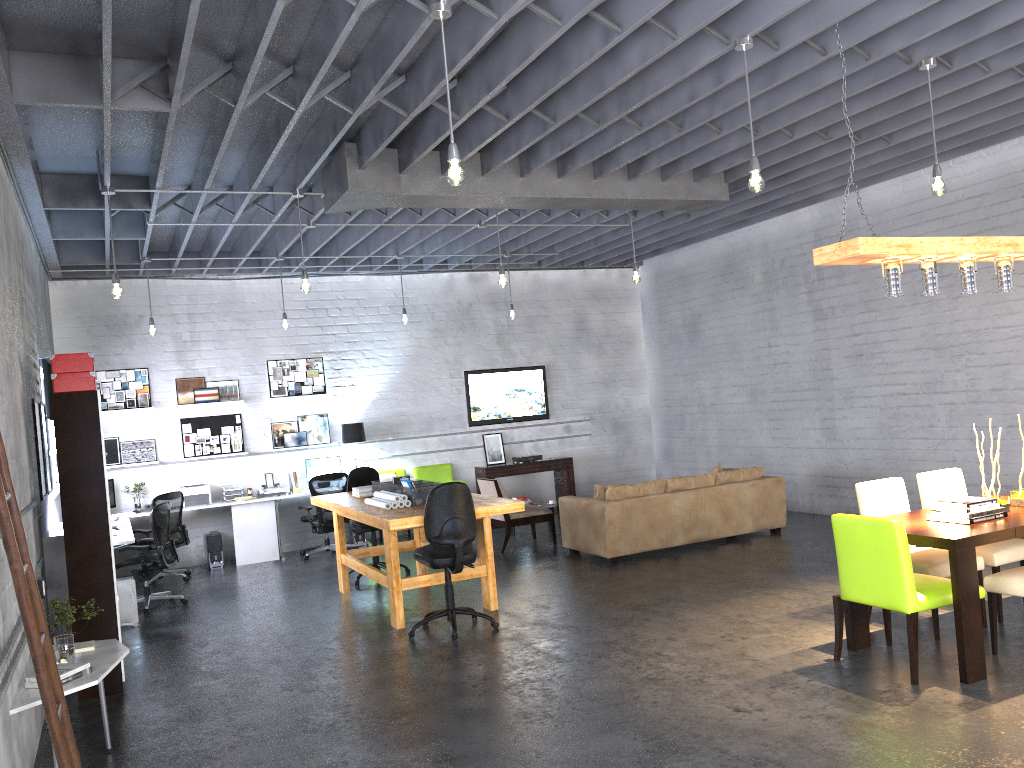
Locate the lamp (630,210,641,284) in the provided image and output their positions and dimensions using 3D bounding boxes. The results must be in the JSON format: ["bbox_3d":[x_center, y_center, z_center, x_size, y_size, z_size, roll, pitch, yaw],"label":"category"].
[{"bbox_3d":[1.227,-1.453,8.989,0.104,0.878,0.104,-5,0,19],"label":"lamp"}]

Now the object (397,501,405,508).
[{"bbox_3d":[-1.047,1.014,7.629,0.057,0.058,0.635,-5,-1,-25],"label":"object"}]

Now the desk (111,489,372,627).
[{"bbox_3d":[-2.999,1.795,9.926,3.572,0.785,3.301,-5,-1,-25],"label":"desk"}]

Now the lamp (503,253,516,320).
[{"bbox_3d":[-0.028,-1.291,11.743,0.104,0.878,0.104,-5,0,19],"label":"lamp"}]

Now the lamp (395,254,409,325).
[{"bbox_3d":[-1.376,-1.183,11.124,0.104,0.878,0.104,-5,0,-25],"label":"lamp"}]

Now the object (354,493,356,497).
[{"bbox_3d":[-1.283,1.051,8.689,0.519,0.047,0.047,-5,-1,-25],"label":"object"}]

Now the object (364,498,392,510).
[{"bbox_3d":[-1.150,1.023,7.582,0.057,0.058,0.635,-5,-1,-25],"label":"object"}]

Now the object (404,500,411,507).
[{"bbox_3d":[-0.995,1.011,7.653,0.058,0.057,0.635,-5,-1,-25],"label":"object"}]

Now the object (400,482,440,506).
[{"bbox_3d":[-0.751,0.938,7.563,0.316,0.156,0.306,-5,-1,-25],"label":"object"}]

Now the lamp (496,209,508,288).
[{"bbox_3d":[-0.121,-1.346,8.370,0.104,0.878,0.104,-5,0,-25],"label":"lamp"}]

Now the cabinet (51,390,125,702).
[{"bbox_3d":[-3.007,1.095,6.321,0.291,2.047,0.873,-5,0,-25],"label":"cabinet"}]

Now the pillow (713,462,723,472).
[{"bbox_3d":[2.328,1.128,10.187,0.243,0.423,0.550,-5,-1,16],"label":"pillow"}]

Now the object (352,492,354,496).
[{"bbox_3d":[-1.322,1.056,8.774,0.519,0.047,0.047,-5,-1,-25],"label":"object"}]

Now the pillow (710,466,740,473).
[{"bbox_3d":[2.514,1.157,10.311,0.238,0.375,0.750,-5,-1,-25],"label":"pillow"}]

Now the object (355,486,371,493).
[{"bbox_3d":[-1.277,1.010,8.669,0.519,0.047,0.046,-5,-1,-25],"label":"object"}]

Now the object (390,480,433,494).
[{"bbox_3d":[-0.879,0.954,7.843,0.316,0.156,0.306,-5,-1,-25],"label":"object"}]

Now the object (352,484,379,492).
[{"bbox_3d":[-1.316,1.015,8.753,0.519,0.047,0.046,-5,-1,-25],"label":"object"}]

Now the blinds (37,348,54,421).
[{"bbox_3d":[-4.512,0.550,8.809,0.100,1.632,2.121,-5,-1,-25],"label":"blinds"}]

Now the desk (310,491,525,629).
[{"bbox_3d":[-0.953,1.509,8.110,1.114,0.926,2.834,-5,-1,-25],"label":"desk"}]

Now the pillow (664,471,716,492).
[{"bbox_3d":[1.887,1.180,9.634,0.666,0.402,0.291,-5,-1,-25],"label":"pillow"}]

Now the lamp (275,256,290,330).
[{"bbox_3d":[-2.719,-1.076,10.507,0.104,0.878,0.104,-5,0,-25],"label":"lamp"}]

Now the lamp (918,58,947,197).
[{"bbox_3d":[2.717,-1.646,5.718,0.104,0.878,0.104,-5,0,-4],"label":"lamp"}]

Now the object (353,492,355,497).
[{"bbox_3d":[-1.302,1.053,8.731,0.519,0.047,0.047,-5,-1,-25],"label":"object"}]

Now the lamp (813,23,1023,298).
[{"bbox_3d":[2.785,-1.488,5.595,2.128,1.841,0.367,-5,0,-25],"label":"lamp"}]

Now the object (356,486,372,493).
[{"bbox_3d":[-1.258,1.007,8.626,0.519,0.047,0.046,-5,-1,-25],"label":"object"}]

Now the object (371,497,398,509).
[{"bbox_3d":[-1.098,1.019,7.605,0.058,0.057,0.635,-5,-1,-25],"label":"object"}]

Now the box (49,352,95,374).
[{"bbox_3d":[-2.982,-0.136,6.025,0.270,0.131,0.206,-5,-1,-25],"label":"box"}]

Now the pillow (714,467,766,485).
[{"bbox_3d":[2.481,1.133,9.899,0.663,0.386,0.308,-5,-1,-23],"label":"pillow"}]

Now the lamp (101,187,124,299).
[{"bbox_3d":[-3.144,-1.104,6.982,0.104,0.878,0.104,-5,0,-25],"label":"lamp"}]

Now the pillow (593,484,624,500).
[{"bbox_3d":[1.061,1.250,9.488,0.523,0.403,0.319,-5,0,-5],"label":"pillow"}]

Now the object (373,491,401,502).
[{"bbox_3d":[-1.076,0.968,7.618,0.057,0.057,0.635,-5,-1,-25],"label":"object"}]

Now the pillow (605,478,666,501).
[{"bbox_3d":[1.275,1.229,9.353,0.704,0.402,0.291,-5,-1,-25],"label":"pillow"}]

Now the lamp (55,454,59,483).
[{"bbox_3d":[-3.886,1.024,7.938,0.333,0.832,0.333,-5,0,27],"label":"lamp"}]

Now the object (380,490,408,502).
[{"bbox_3d":[-1.025,0.964,7.641,0.057,0.057,0.635,-5,-1,-25],"label":"object"}]

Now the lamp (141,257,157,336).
[{"bbox_3d":[-4.046,-0.970,9.897,0.104,0.878,0.104,-5,0,-25],"label":"lamp"}]

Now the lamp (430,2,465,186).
[{"bbox_3d":[-0.311,-1.404,4.327,0.104,0.878,0.104,-5,0,-7],"label":"lamp"}]

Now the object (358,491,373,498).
[{"bbox_3d":[-1.225,1.043,8.562,0.519,0.047,0.047,-5,-1,-25],"label":"object"}]

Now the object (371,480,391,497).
[{"bbox_3d":[-1.134,0.987,8.403,0.316,0.156,0.306,-5,-1,-25],"label":"object"}]

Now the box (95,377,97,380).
[{"bbox_3d":[-3.057,0.004,6.214,0.270,0.131,0.206,-5,-1,-25],"label":"box"}]

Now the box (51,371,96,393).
[{"bbox_3d":[-2.971,-0.007,6.025,0.270,0.131,0.206,-5,-1,-25],"label":"box"}]

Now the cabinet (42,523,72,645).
[{"bbox_3d":[-3.481,1.668,7.222,0.465,1.021,1.152,-5,-1,-25],"label":"cabinet"}]

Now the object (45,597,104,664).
[{"bbox_3d":[-2.365,1.320,4.750,0.297,0.363,0.271,-5,0,10],"label":"object"}]

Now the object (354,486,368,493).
[{"bbox_3d":[-1.296,1.012,8.710,0.519,0.047,0.046,-5,-1,-25],"label":"object"}]

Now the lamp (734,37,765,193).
[{"bbox_3d":[1.369,-1.538,5.099,0.104,0.878,0.104,-5,0,-7],"label":"lamp"}]

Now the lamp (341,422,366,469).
[{"bbox_3d":[-2.114,0.942,11.927,0.333,0.832,0.333,-5,0,27],"label":"lamp"}]

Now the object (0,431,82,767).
[{"bbox_3d":[-1.988,0.918,3.667,0.320,2.121,0.425,-5,0,-25],"label":"object"}]

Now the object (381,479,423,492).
[{"bbox_3d":[-1.006,0.971,8.123,0.316,0.156,0.306,-5,-1,-25],"label":"object"}]

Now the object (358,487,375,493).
[{"bbox_3d":[-1.235,1.004,8.576,0.519,0.047,0.046,-5,-1,-27],"label":"object"}]

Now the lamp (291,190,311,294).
[{"bbox_3d":[-1.801,-1.211,7.599,0.104,0.878,0.104,-5,0,-25],"label":"lamp"}]
